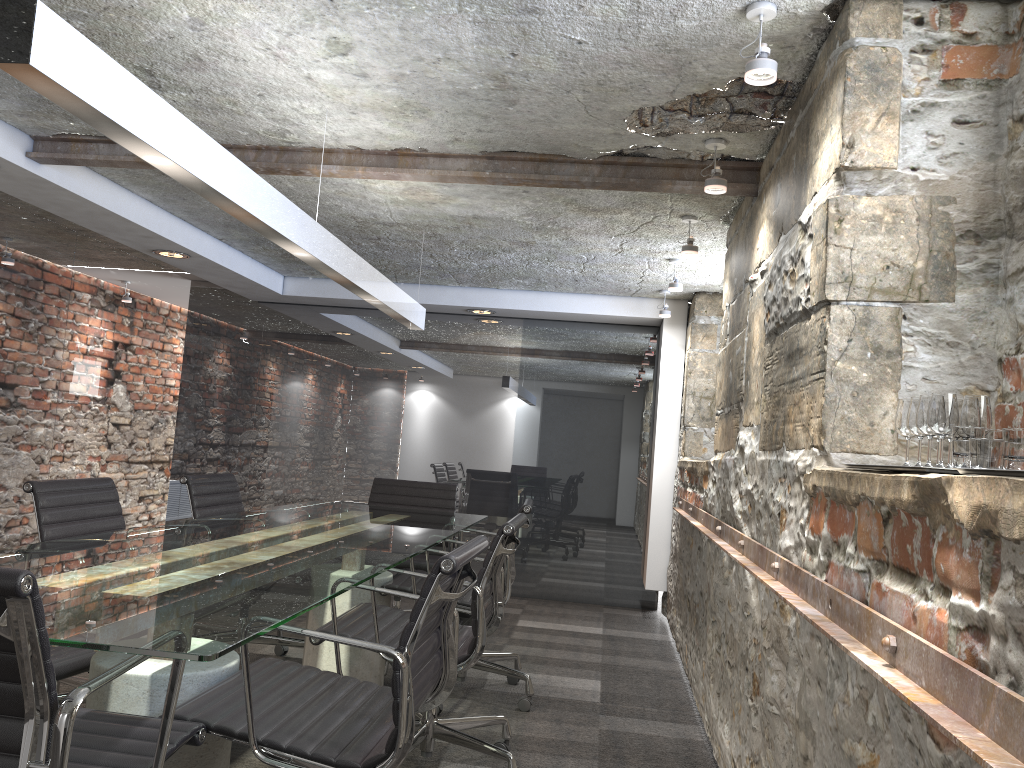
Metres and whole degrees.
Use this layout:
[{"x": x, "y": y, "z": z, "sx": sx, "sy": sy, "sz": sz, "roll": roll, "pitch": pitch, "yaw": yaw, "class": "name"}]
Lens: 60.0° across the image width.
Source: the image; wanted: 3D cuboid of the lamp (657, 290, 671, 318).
[{"x": 0.993, "y": -0.519, "z": 5.759, "sx": 0.077, "sy": 0.165, "sz": 0.098, "roll": 1, "pitch": -5, "yaw": 39, "class": "lamp"}]

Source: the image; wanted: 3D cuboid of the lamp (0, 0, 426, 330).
[{"x": -0.641, "y": -0.666, "z": 3.049, "sx": 0.073, "sy": 0.524, "sz": 3.159, "roll": 4, "pitch": -4, "yaw": 7, "class": "lamp"}]

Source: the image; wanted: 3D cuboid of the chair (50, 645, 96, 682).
[{"x": -1.352, "y": 0.692, "z": 2.133, "sx": 0.667, "sy": 0.837, "sz": 0.693, "roll": 4, "pitch": -4, "yaw": 5, "class": "chair"}]

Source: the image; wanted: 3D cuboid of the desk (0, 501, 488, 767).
[{"x": -0.766, "y": 0.861, "z": 2.938, "sx": 0.909, "sy": 0.711, "sz": 3.154, "roll": 4, "pitch": -4, "yaw": 7, "class": "desk"}]

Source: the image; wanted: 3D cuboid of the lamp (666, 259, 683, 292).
[{"x": 0.893, "y": -0.593, "z": 4.847, "sx": 0.077, "sy": 0.165, "sz": 0.098, "roll": 1, "pitch": -5, "yaw": 39, "class": "lamp"}]

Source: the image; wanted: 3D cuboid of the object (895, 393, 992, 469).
[{"x": 0.768, "y": 0.090, "z": 1.590, "sx": 0.108, "sy": 0.131, "sz": 0.218, "roll": 4, "pitch": -4, "yaw": 5, "class": "object"}]

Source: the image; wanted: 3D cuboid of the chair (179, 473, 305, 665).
[{"x": -1.115, "y": 0.838, "z": 3.898, "sx": 0.667, "sy": 0.837, "sz": 0.693, "roll": 5, "pitch": -4, "yaw": -2, "class": "chair"}]

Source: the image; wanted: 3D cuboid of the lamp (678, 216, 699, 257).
[{"x": 0.798, "y": -0.662, "z": 3.983, "sx": 0.077, "sy": 0.165, "sz": 0.098, "roll": 1, "pitch": -5, "yaw": 39, "class": "lamp"}]

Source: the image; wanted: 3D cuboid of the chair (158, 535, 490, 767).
[{"x": -0.405, "y": 0.758, "z": 2.006, "sx": 0.667, "sy": 0.837, "sz": 0.693, "roll": 5, "pitch": -4, "yaw": -2, "class": "chair"}]

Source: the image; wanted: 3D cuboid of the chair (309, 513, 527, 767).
[{"x": -0.292, "y": 0.830, "z": 2.876, "sx": 0.667, "sy": 0.837, "sz": 0.693, "roll": 5, "pitch": -4, "yaw": -3, "class": "chair"}]

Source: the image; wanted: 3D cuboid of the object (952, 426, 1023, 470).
[{"x": 0.750, "y": 0.103, "z": 1.374, "sx": 0.111, "sy": 0.072, "sz": 0.191, "roll": 4, "pitch": -4, "yaw": 14, "class": "object"}]

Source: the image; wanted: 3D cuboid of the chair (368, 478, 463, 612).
[{"x": -0.588, "y": 0.930, "z": 4.598, "sx": 0.693, "sy": 0.837, "sz": 0.667, "roll": 5, "pitch": -4, "yaw": -3, "class": "chair"}]

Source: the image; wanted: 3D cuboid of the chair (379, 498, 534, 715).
[{"x": -0.235, "y": 0.901, "z": 3.807, "sx": 0.667, "sy": 0.837, "sz": 0.693, "roll": 5, "pitch": -4, "yaw": -6, "class": "chair"}]

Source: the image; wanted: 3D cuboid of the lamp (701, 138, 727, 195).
[{"x": 0.693, "y": -0.740, "z": 3.022, "sx": 0.077, "sy": 0.165, "sz": 0.098, "roll": 1, "pitch": -5, "yaw": 39, "class": "lamp"}]

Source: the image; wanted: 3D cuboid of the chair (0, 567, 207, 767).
[{"x": -0.909, "y": 0.683, "z": 1.517, "sx": 0.693, "sy": 0.837, "sz": 0.667, "roll": 5, "pitch": -4, "yaw": -1, "class": "chair"}]

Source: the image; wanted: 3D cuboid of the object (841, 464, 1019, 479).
[{"x": 0.766, "y": 0.151, "z": 1.482, "sx": 0.310, "sy": 0.007, "sz": 0.457, "roll": 4, "pitch": -4, "yaw": 7, "class": "object"}]

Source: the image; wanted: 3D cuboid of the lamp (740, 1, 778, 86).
[{"x": 0.595, "y": -0.812, "z": 2.122, "sx": 0.077, "sy": 0.165, "sz": 0.098, "roll": 1, "pitch": -5, "yaw": 39, "class": "lamp"}]

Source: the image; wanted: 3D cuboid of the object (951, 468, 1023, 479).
[{"x": 0.705, "y": 0.106, "z": 0.924, "sx": 0.310, "sy": 0.007, "sz": 0.457, "roll": 4, "pitch": -4, "yaw": 7, "class": "object"}]

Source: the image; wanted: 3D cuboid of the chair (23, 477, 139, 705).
[{"x": -1.264, "y": 0.759, "z": 2.972, "sx": 0.667, "sy": 0.837, "sz": 0.693, "roll": 5, "pitch": -4, "yaw": -4, "class": "chair"}]
